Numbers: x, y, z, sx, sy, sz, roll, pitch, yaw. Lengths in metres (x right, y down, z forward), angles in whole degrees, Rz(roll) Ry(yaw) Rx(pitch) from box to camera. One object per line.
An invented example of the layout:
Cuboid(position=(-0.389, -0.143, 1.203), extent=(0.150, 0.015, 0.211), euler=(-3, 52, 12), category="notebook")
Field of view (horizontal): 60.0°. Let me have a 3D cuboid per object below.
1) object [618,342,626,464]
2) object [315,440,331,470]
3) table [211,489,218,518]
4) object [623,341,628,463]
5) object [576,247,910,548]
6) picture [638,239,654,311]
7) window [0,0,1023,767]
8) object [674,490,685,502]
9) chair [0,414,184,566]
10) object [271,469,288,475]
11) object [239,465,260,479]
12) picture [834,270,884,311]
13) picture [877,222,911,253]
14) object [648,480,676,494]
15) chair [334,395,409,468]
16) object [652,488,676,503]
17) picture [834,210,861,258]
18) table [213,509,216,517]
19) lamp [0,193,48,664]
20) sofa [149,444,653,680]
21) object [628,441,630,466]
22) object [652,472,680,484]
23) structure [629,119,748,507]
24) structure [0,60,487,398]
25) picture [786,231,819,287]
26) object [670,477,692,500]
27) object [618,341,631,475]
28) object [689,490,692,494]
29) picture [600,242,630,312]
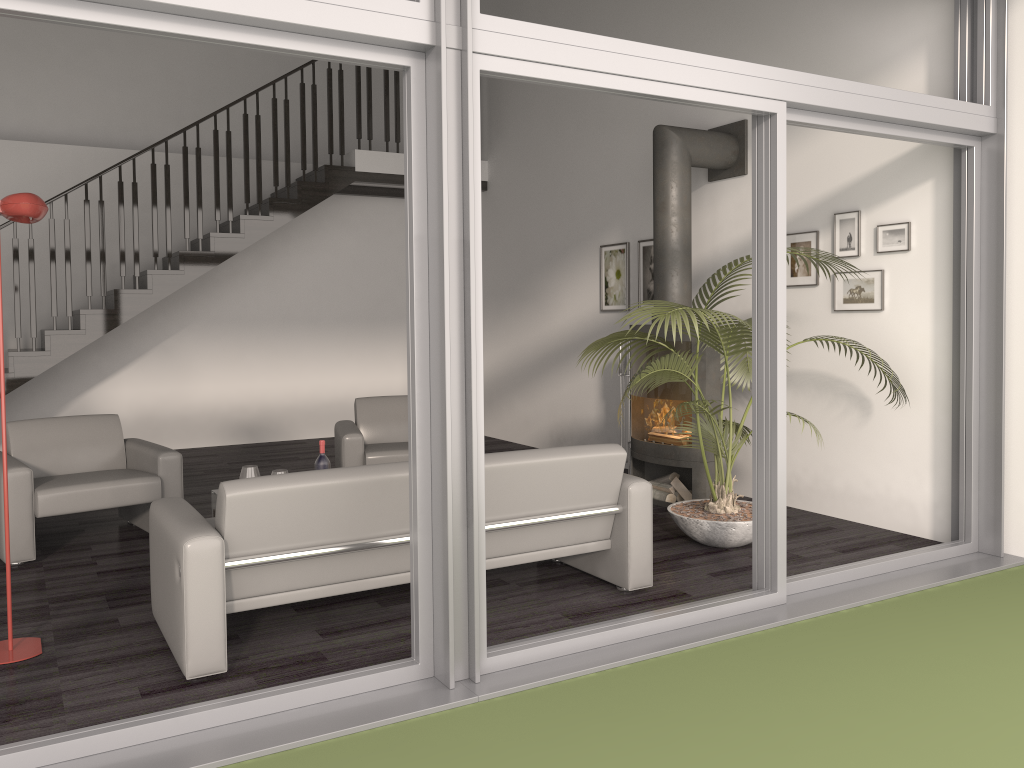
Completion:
Cuboid(position=(0.825, 0.164, 6.842), extent=(0.078, 1.019, 0.167), euler=(0, 2, 22), category="object")
Cuboid(position=(-1.065, 0.502, 4.986), extent=(0.093, 0.370, 0.093), euler=(-2, 2, -31), category="object")
Cuboid(position=(-1.344, 0.776, 4.783), extent=(0.400, 0.341, 0.681), euler=(-2, 4, -30), category="table")
Cuboid(position=(0.871, 0.133, 6.996), extent=(0.116, 0.982, 0.042), euler=(1, 2, 36), category="object")
Cuboid(position=(1.065, 0.074, 5.087), extent=(2.121, 1.664, 1.720), euler=(-3, 4, -35), category="object")
Cuboid(position=(1.149, -0.883, 7.155), extent=(0.026, 0.577, 0.394), euler=(-2, 3, -30), category="picture")
Cuboid(position=(-1.643, -0.595, 2.290), extent=(9.751, 3.467, 0.385), euler=(-3, 3, -30), category="window")
Cuboid(position=(1.107, 0.775, 6.211), extent=(0.085, 0.086, 0.266), euler=(-2, 4, -28), category="object")
Cuboid(position=(-2.542, 0.577, 5.226), extent=(0.964, 0.716, 0.911), euler=(-3, 4, -40), category="chair")
Cuboid(position=(-1.222, 0.534, 4.672), extent=(0.116, 0.155, 0.116), euler=(-3, 4, -39), category="object")
Cuboid(position=(-1.424, 0.525, 4.821), extent=(0.116, 0.155, 0.116), euler=(-2, 3, -21), category="object")
Cuboid(position=(2.129, -0.571, 5.447), extent=(0.015, 0.244, 0.360), euler=(-2, 4, -30), category="picture")
Cuboid(position=(2.248, -0.861, 5.222), extent=(0.015, 0.166, 0.221), euler=(-2, 4, -30), category="picture")
Cuboid(position=(1.046, 0.728, 6.219), extent=(0.073, 0.068, 0.258), euler=(-3, 4, -31), category="object")
Cuboid(position=(-0.775, 0.470, 6.408), extent=(0.963, 0.716, 0.911), euler=(-2, 3, -15), category="chair")
Cuboid(position=(1.023, 0.778, 6.177), extent=(0.092, 0.082, 0.267), euler=(-2, 4, -29), category="object")
Cuboid(position=(2.083, -0.928, 5.508), extent=(0.015, 0.280, 0.191), euler=(-2, 3, -30), category="picture")
Cuboid(position=(-0.996, 0.812, 4.983), extent=(1.201, 0.250, 0.601), euler=(-3, 5, -30), category="table")
Cuboid(position=(-1.983, 0.160, 3.458), extent=(0.353, 1.786, 0.365), euler=(-2, 2, -30), category="lamp")
Cuboid(position=(-0.464, 0.644, 4.009), extent=(2.116, 0.716, 0.903), euler=(-3, 4, -30), category="sofa")
Cuboid(position=(0.971, 0.178, 6.853), extent=(0.145, 1.051, 0.075), euler=(0, 2, 21), category="object")
Cuboid(position=(1.079, 0.711, 6.340), extent=(0.104, 0.191, 0.306), euler=(-2, 4, -28), category="object")
Cuboid(position=(1.427, -0.530, 6.363), extent=(1.116, 2.671, 0.819), euler=(-2, 3, -30), category="structure")
Cuboid(position=(-2.910, -1.364, 8.691), extent=(6.346, 4.088, 1.001), euler=(-3, 3, -30), category="structure")
Cuboid(position=(1.902, -0.820, 5.834), extent=(0.015, 0.352, 0.288), euler=(-2, 3, -30), category="picture")
Cuboid(position=(1.186, 0.735, 6.037), extent=(0.072, 0.186, 0.254), euler=(-2, 4, -29), category="object")
Cuboid(position=(0.926, 0.209, 6.923), extent=(0.400, 1.124, 0.401), euler=(0, 2, 20), category="object")
Cuboid(position=(1.171, 0.770, 6.264), extent=(0.085, 0.083, 0.277), euler=(-2, 4, -28), category="object")
Cuboid(position=(0.883, -0.915, 7.620), extent=(0.026, 0.577, 0.394), euler=(-2, 3, -30), category="picture")
